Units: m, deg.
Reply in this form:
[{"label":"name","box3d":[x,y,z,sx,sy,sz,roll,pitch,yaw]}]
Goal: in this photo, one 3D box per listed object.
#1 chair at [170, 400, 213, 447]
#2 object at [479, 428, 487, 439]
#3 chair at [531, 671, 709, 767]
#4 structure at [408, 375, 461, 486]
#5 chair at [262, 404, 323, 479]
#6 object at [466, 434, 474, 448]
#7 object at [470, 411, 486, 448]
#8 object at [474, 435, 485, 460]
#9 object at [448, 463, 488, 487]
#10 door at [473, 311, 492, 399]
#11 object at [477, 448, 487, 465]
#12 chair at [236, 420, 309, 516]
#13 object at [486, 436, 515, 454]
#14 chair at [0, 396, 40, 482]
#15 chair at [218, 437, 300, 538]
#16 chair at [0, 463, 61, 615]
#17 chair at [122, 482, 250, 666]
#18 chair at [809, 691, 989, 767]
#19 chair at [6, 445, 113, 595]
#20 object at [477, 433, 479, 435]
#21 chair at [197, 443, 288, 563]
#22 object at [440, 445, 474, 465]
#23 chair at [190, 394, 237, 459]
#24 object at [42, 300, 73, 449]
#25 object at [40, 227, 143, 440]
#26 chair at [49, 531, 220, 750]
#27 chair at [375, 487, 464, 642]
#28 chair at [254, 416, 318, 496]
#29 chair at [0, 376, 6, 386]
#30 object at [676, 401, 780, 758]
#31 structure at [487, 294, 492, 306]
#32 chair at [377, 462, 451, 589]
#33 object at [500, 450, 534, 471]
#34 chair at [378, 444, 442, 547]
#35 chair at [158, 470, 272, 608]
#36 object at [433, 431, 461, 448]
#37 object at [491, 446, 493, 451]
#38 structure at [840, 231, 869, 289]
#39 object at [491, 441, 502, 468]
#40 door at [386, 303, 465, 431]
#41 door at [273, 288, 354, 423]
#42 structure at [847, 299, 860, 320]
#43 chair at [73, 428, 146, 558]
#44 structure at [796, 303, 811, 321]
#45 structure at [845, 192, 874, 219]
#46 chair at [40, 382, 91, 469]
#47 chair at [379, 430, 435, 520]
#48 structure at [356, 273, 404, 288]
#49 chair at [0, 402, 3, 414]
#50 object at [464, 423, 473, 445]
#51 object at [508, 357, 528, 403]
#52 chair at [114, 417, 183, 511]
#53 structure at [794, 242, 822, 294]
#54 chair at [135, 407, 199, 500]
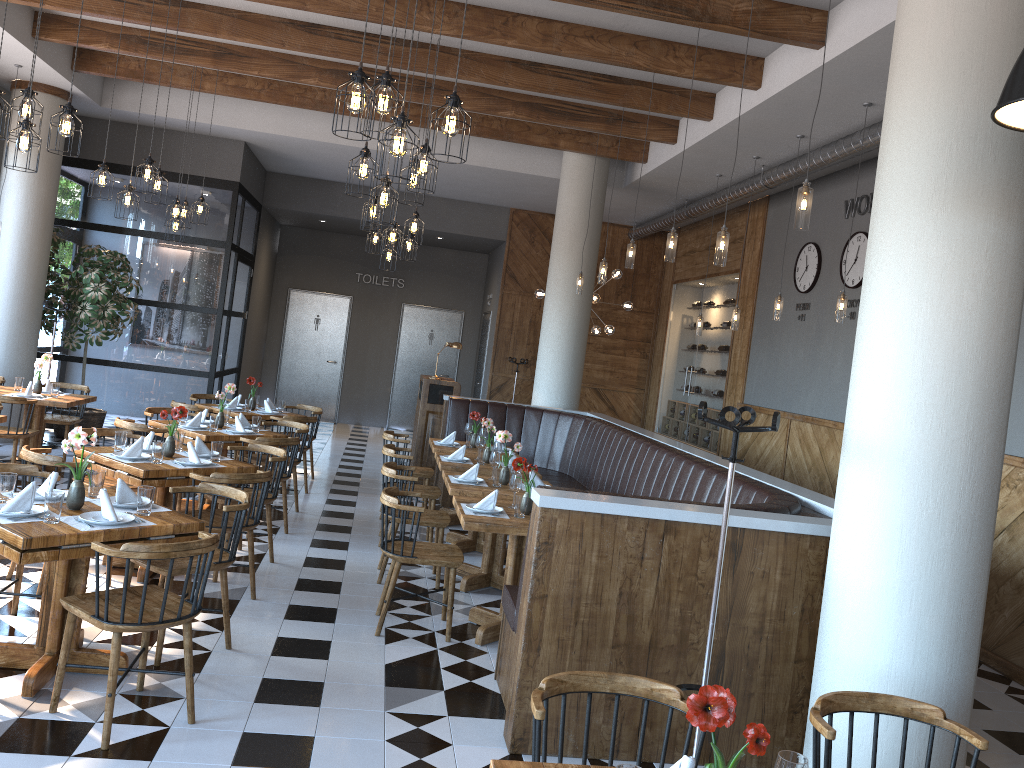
[{"label":"chair","box3d":[-3.270,0.603,9.142,0.521,0.817,0.548,8,1,37]},{"label":"object","box3d":[-0.286,0.537,8.621,0.081,0.215,0.081,7,0,23]},{"label":"chair","box3d":[0.275,1.310,2.475,0.519,0.817,0.550,7,1,-8]},{"label":"structure","box3d":[-0.919,0.582,11.183,0.645,1.300,1.046,7,1,-8]},{"label":"chair","box3d":[-2.514,0.659,10.193,0.521,0.817,0.548,8,1,37]},{"label":"object","box3d":[-0.416,0.560,8.686,0.080,0.132,0.080,7,0,-23]},{"label":"object","box3d":[-0.360,0.451,8.806,0.156,0.355,0.171,7,0,-15]},{"label":"object","box3d":[-0.289,0.566,7.868,0.081,0.215,0.081,7,0,-17]},{"label":"object","box3d":[-0.319,0.651,6.573,0.271,0.137,0.352,7,2,-8]},{"label":"door","box3d":[-0.596,-0.103,15.756,0.114,2.394,1.208,7,0,-8]},{"label":"object","box3d":[-0.261,0.622,7.593,0.080,0.132,0.080,7,0,-23]},{"label":"chair","box3d":[-2.237,0.767,8.301,0.521,0.817,0.548,8,1,37]},{"label":"object","box3d":[-0.112,0.591,8.823,0.271,0.137,0.352,7,2,-8]},{"label":"chair","box3d":[-4.543,0.487,7.898,0.519,0.817,0.550,7,1,-8]},{"label":"chair","box3d":[-2.109,0.818,7.398,0.551,0.817,0.518,8,1,37]},{"label":"chair","box3d":[-2.618,0.861,4.550,0.551,0.817,0.518,8,1,37]},{"label":"chair","box3d":[-1.723,0.971,4.678,0.521,0.817,0.548,8,1,37]},{"label":"chair","box3d":[1.127,1.414,2.598,0.519,0.817,0.550,7,1,-8]},{"label":"chair","box3d":[-2.743,0.812,5.429,0.521,0.817,0.548,8,1,37]},{"label":"object","box3d":[-0.326,0.562,8.936,0.080,0.132,0.080,7,0,-8]},{"label":"chair","box3d":[-1.975,0.870,6.460,0.521,0.817,0.548,8,1,37]},{"label":"object","box3d":[-0.475,0.589,7.670,0.271,0.137,0.352,7,2,-8]},{"label":"chair","box3d":[-3.398,0.552,10.045,0.551,0.817,0.518,8,1,37]},{"label":"object","box3d":[-5.260,-0.111,10.062,0.375,1.658,0.374,7,0,14]},{"label":"object","box3d":[-5.468,-0.637,10.812,1.631,2.592,1.383,7,0,-24]},{"label":"chair","box3d":[-1.595,1.021,3.775,0.551,0.817,0.518,8,1,37]},{"label":"chair","box3d":[-0.580,1.088,5.434,0.549,0.817,0.520,7,0,-8]},{"label":"chair","box3d":[-2.374,0.712,9.271,0.551,0.817,0.518,8,1,37]},{"label":"chair","box3d":[-5.555,0.313,9.071,0.519,0.817,0.550,7,1,-8]},{"label":"object","box3d":[0.823,0.913,3.605,0.373,1.658,0.375,7,0,-31]},{"label":"structure","box3d":[-0.395,-1.492,15.722,0.025,0.197,0.566,7,2,-8]},{"label":"chair","box3d":[-0.735,1.027,6.525,0.549,0.817,0.520,7,0,-8]},{"label":"object","box3d":[0.042,0.653,7.736,0.271,0.137,0.352,7,2,-8]},{"label":"chair","box3d":[-0.890,0.965,7.616,0.549,0.817,0.520,7,0,-8]},{"label":"chair","box3d":[-1.848,0.921,5.557,0.551,0.817,0.518,8,1,37]},{"label":"object","box3d":[-0.629,0.528,8.758,0.271,0.137,0.352,7,2,-8]},{"label":"object","box3d":[-0.170,0.624,7.843,0.080,0.132,0.080,7,0,-8]},{"label":"structure","box3d":[3.375,-1.213,8.678,0.046,0.560,0.561,7,1,-8]},{"label":"object","box3d":[-0.131,0.599,7.528,0.081,0.215,0.081,7,0,23]},{"label":"door","box3d":[-1.635,-0.276,16.803,1.206,2.394,0.114,7,0,-8]},{"label":"door","box3d":[-3.710,-0.530,16.505,1.206,2.394,0.114,7,0,-8]},{"label":"structure","box3d":[3.327,-0.728,8.665,0.021,0.199,0.369,7,2,-8]},{"label":"chair","box3d":[-2.871,0.761,6.331,0.551,0.817,0.518,8,1,37]},{"label":"structure","box3d":[3.180,-0.786,9.700,0.021,0.197,0.306,7,1,-8]},{"label":"structure","box3d":[3.590,-1.700,7.699,0.033,0.199,2.732,7,2,-8]},{"label":"chair","box3d":[-4.726,0.415,9.190,0.519,0.817,0.550,7,1,-8]},{"label":"chair","box3d":[-1.045,0.904,8.707,0.549,0.817,0.520,7,0,-8]},{"label":"structure","box3d":[-2.484,-1.945,16.670,0.915,0.166,0.035,7,0,-8]},{"label":"chair","box3d":[-4.424,0.535,7.056,0.519,0.817,0.550,7,1,-8]},{"label":"object","box3d":[-0.444,0.504,8.961,0.081,0.215,0.081,7,0,-17]},{"label":"object","box3d":[0.002,0.405,14.189,0.375,1.658,0.374,7,0,14]},{"label":"chair","box3d":[-3.004,0.708,7.270,0.521,0.817,0.548,8,1,37]},{"label":"structure","box3d":[3.231,-1.270,9.690,0.046,0.560,0.561,7,1,-8]},{"label":"chair","box3d":[-3.132,0.657,8.173,0.551,0.817,0.518,8,1,37]}]
